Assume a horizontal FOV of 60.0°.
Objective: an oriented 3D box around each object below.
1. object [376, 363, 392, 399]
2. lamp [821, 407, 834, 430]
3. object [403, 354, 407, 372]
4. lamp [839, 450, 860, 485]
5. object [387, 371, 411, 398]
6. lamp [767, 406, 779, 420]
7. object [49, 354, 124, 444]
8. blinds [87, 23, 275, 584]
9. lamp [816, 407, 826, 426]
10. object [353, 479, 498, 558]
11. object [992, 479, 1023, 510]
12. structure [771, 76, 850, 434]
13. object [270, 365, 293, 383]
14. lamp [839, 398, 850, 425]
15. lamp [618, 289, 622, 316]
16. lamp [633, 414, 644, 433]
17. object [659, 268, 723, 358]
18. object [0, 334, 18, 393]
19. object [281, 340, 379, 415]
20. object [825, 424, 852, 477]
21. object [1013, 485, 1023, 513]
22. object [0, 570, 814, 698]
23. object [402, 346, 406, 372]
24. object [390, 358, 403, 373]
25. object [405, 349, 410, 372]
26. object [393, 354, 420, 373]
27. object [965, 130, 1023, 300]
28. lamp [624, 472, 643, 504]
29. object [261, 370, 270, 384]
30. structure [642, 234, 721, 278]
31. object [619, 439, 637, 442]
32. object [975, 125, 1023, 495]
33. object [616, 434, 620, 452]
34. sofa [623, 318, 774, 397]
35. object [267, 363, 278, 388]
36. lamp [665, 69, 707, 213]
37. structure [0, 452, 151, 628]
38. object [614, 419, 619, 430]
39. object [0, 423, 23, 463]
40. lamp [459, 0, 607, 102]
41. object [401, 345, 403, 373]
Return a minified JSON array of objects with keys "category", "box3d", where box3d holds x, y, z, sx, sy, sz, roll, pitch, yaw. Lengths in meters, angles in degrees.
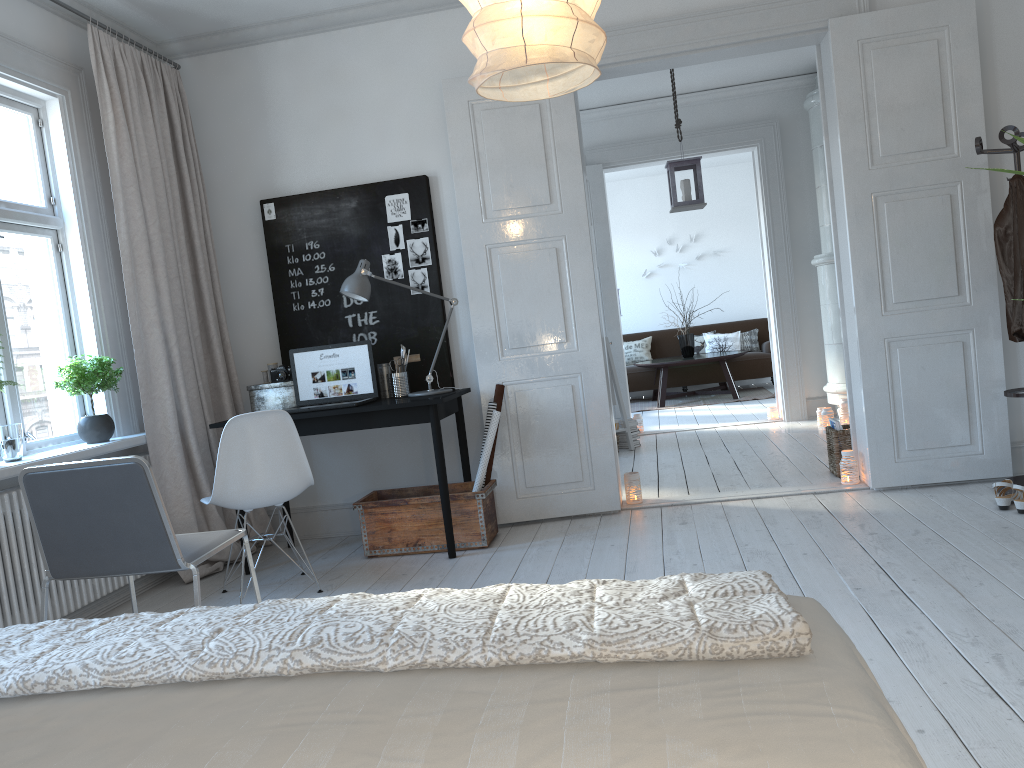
[{"category":"object","box3d":[-0.670,-0.015,4.714,0.079,0.188,0.079,-8,4,-12]},{"category":"lamp","box3d":[2.412,0.265,6.768,0.089,0.166,0.089,-6,4,11]},{"category":"object","box3d":[-0.566,-0.047,4.627,0.009,0.222,0.082,-4,5,39]},{"category":"lamp","box3d":[1.788,0.443,4.705,0.093,0.180,0.092,-7,4,-8]},{"category":"object","box3d":[-0.590,0.005,4.630,0.108,0.129,0.108,-5,4,24]},{"category":"lamp","box3d":[2.254,0.254,7.663,0.093,0.110,0.093,-5,4,26]},{"category":"object","box3d":[-1.912,0.065,4.015,0.309,0.407,0.271,-9,5,-31]},{"category":"blinds","box3d":[-1.637,-0.370,4.504,0.225,2.651,0.829,-6,4,9]},{"category":"lamp","box3d":[2.450,0.258,6.996,0.084,0.146,0.084,-6,4,14]},{"category":"object","box3d":[-0.415,0.679,4.475,0.665,0.283,0.339,-6,4,9]},{"category":"object","box3d":[2.199,0.473,3.943,0.099,0.126,0.272,-3,5,42]},{"category":"structure","box3d":[2.612,-1.026,6.924,1.246,2.831,0.800,-10,5,-36]},{"category":"object","box3d":[-1.200,-0.054,4.611,0.137,0.087,0.073,-6,4,9]},{"category":"lamp","box3d":[2.585,0.217,6.870,0.098,0.210,0.098,-6,4,14]},{"category":"lamp","box3d":[1.071,-1.655,10.316,0.228,1.764,0.228,-6,4,6]},{"category":"lamp","box3d":[1.119,0.351,7.860,0.089,0.166,0.089,-6,4,8]},{"category":"object","box3d":[2.089,-0.843,10.137,0.845,1.067,0.525,-8,4,-20]},{"category":"object","box3d":[-2.026,0.040,3.300,0.414,0.565,0.304,-3,5,43]},{"category":"object","box3d":[-0.941,-0.033,4.403,0.446,0.316,0.325,-6,4,9]},{"category":"object","box3d":[1.953,0.370,5.043,0.270,0.265,0.223,-6,4,9]},{"category":"object","box3d":[2.266,0.473,3.790,0.272,0.126,0.099,-8,4,-18]},{"category":"object","box3d":[-0.288,0.409,1.460,1.460,0.104,0.404,-6,3,9]},{"category":"object","box3d":[-0.570,-0.069,4.636,0.062,0.264,0.012,-10,5,-38]},{"category":"object","box3d":[-0.603,-0.034,4.640,0.081,0.199,0.050,-4,5,34]},{"category":"object","box3d":[-0.557,-0.057,4.620,0.084,0.240,0.009,-8,4,-14]},{"category":"object","box3d":[-0.541,-0.047,4.672,0.138,0.209,0.034,-8,4,-11]},{"category":"object","box3d":[2.234,-0.208,3.133,1.044,1.556,0.288,-4,5,39]},{"category":"lamp","box3d":[0.666,0.573,4.881,0.089,0.166,0.089,-7,4,2]},{"category":"object","box3d":[-1.325,-0.038,4.767,0.040,0.069,0.040,-7,4,-3]},{"category":"structure","box3d":[2.162,-1.663,11.384,1.025,0.479,0.085,-6,4,9]},{"category":"object","box3d":[0.909,0.452,7.137,0.111,0.014,0.156,-9,4,-38]},{"category":"object","box3d":[2.372,-0.330,4.069,0.375,1.660,0.374,-6,4,17]},{"category":"object","box3d":[0.732,0.474,6.994,0.185,0.140,0.295,-8,4,-19]},{"category":"sofa","box3d":[2.193,-0.292,11.037,2.166,0.826,0.967,-6,4,9]},{"category":"object","box3d":[-1.282,-0.043,4.693,0.056,0.130,0.167,-6,4,8]},{"category":"lamp","box3d":[1.082,-2.055,5.922,0.228,1.764,0.228,-6,4,6]},{"category":"structure","box3d":[-1.893,0.660,3.739,0.195,0.548,1.503,-6,3,9]},{"category":"object","box3d":[0.768,0.322,6.957,0.142,0.075,0.142,-7,3,-7]},{"category":"object","box3d":[-1.978,0.234,3.497,0.097,0.146,0.097,-6,4,15]},{"category":"lamp","box3d":[-0.008,-1.317,2.058,0.339,1.233,0.340,-3,5,40]},{"category":"object","box3d":[-0.575,-0.072,4.636,0.008,0.268,0.060,-5,5,26]}]
